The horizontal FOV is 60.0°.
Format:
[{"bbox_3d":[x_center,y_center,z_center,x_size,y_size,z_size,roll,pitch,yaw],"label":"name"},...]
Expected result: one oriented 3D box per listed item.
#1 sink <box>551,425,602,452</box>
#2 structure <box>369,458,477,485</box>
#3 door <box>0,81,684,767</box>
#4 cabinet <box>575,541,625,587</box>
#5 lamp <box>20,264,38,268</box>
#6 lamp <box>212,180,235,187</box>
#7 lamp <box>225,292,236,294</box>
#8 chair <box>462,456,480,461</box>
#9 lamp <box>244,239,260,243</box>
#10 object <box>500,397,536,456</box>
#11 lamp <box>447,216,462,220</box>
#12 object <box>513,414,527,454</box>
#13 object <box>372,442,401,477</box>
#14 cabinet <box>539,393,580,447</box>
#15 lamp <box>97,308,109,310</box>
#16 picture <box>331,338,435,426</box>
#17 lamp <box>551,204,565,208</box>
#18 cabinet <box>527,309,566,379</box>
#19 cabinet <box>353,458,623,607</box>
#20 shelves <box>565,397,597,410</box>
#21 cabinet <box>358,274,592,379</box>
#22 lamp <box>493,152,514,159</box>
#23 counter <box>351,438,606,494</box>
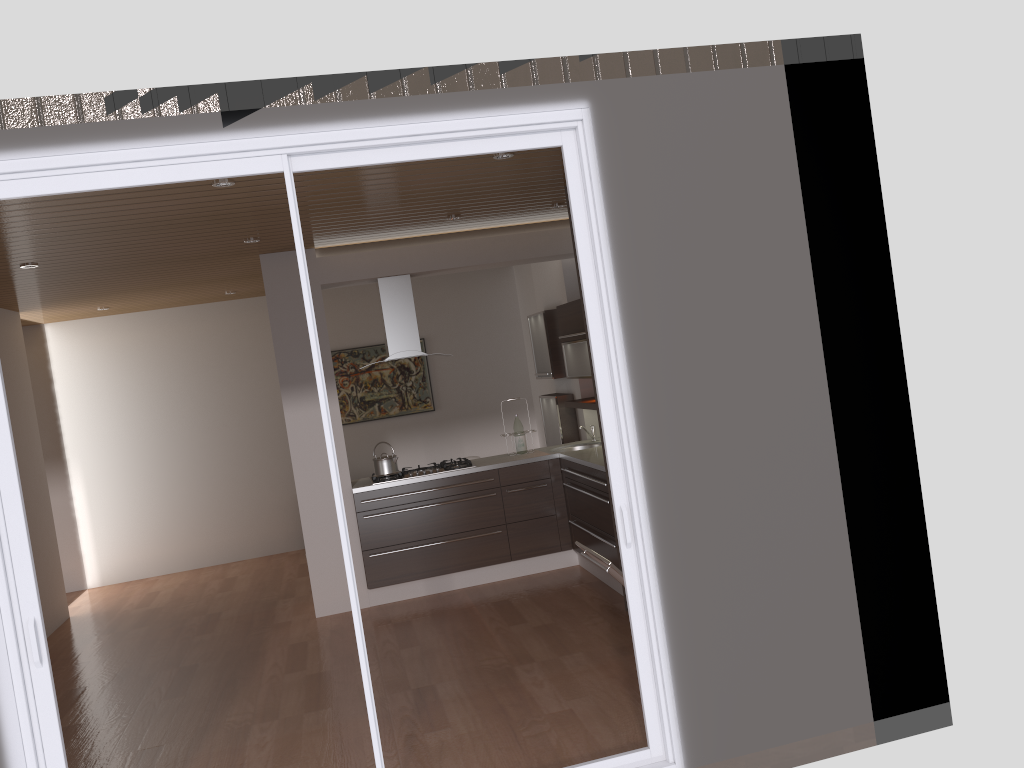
[{"bbox_3d":[0.526,0.520,7.115,0.450,0.347,0.494,-9,2,-6],"label":"sink"},{"bbox_3d":[-0.707,0.667,6.915,0.797,0.047,0.494,-9,2,-12],"label":"structure"},{"bbox_3d":[-0.643,0.351,3.240,2.300,2.700,0.101,-9,2,-12],"label":"door"},{"bbox_3d":[0.847,0.364,4.632,1.047,1.948,1.796,-9,2,-12],"label":"cabinet"},{"bbox_3d":[-3.011,-0.757,5.524,0.102,0.055,0.102,-10,2,-40],"label":"lamp"},{"bbox_3d":[-1.350,-0.958,4.141,0.102,0.055,0.102,-9,2,-29],"label":"lamp"},{"bbox_3d":[-2.718,-0.899,8.549,0.102,0.055,0.102,-9,2,-29],"label":"lamp"},{"bbox_3d":[-0.505,1.116,7.912,0.608,0.847,0.491,-10,2,-42],"label":"chair"},{"bbox_3d":[-1.705,-0.959,5.803,0.102,0.055,0.102,-9,2,-29],"label":"lamp"},{"bbox_3d":[0.042,0.341,7.235,0.291,0.453,0.210,-9,2,-7],"label":"object"},{"bbox_3d":[-0.400,-1.161,6.081,0.102,0.055,0.102,-10,2,-40],"label":"lamp"},{"bbox_3d":[0.058,0.404,7.184,0.091,0.319,0.091,-8,2,23],"label":"object"},{"bbox_3d":[-0.969,0.562,6.740,0.221,0.251,0.221,-9,2,-19],"label":"object"},{"bbox_3d":[0.421,0.395,7.991,0.194,0.600,0.598,-9,2,-12],"label":"cabinet"},{"bbox_3d":[-3.835,-0.726,8.311,0.102,0.055,0.102,-9,2,-29],"label":"lamp"},{"bbox_3d":[-1.514,-0.007,9.523,1.277,0.801,0.018,-9,2,-12],"label":"picture"},{"bbox_3d":[0.320,-1.273,6.235,0.102,0.055,0.102,-8,2,16],"label":"lamp"},{"bbox_3d":[0.258,-0.338,7.936,0.172,0.600,0.619,-9,2,-26],"label":"cabinet"},{"bbox_3d":[0.005,1.077,6.421,2.150,0.870,1.850,-9,2,-12],"label":"cabinet"},{"bbox_3d":[0.789,0.148,6.588,0.313,0.050,1.850,-9,2,-12],"label":"shelves"},{"bbox_3d":[-0.135,-0.450,6.445,2.058,1.032,1.399,-9,2,-8],"label":"cabinet"},{"bbox_3d":[-0.045,-1.160,4.420,0.102,0.055,0.102,-9,2,-29],"label":"lamp"},{"bbox_3d":[-0.061,0.629,6.407,2.150,0.036,1.850,-9,2,-12],"label":"counter"}]
